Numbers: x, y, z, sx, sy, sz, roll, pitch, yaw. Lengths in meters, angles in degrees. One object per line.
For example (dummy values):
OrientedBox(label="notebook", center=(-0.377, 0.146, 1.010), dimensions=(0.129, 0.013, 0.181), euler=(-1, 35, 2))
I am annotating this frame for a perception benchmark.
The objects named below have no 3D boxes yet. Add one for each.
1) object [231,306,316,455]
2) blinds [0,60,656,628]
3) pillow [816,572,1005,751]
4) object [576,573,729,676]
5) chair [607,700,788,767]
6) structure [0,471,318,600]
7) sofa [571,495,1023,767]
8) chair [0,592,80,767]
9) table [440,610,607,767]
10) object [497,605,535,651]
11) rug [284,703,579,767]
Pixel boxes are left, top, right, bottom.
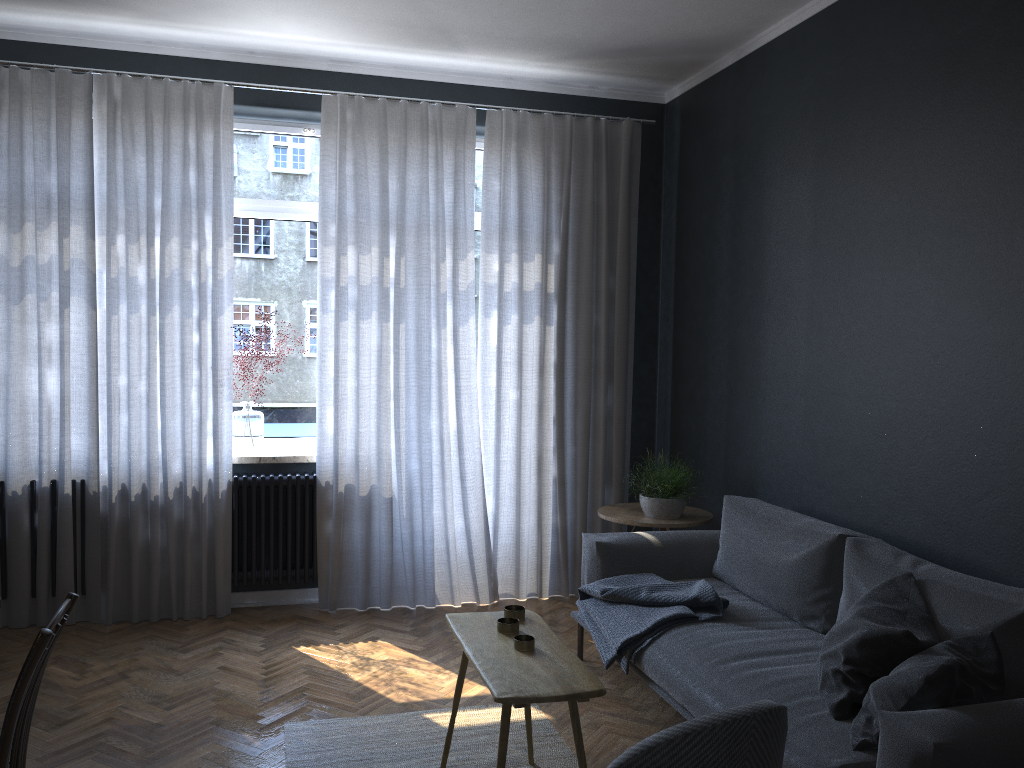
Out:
OrientedBox(label="object", center=(-1.399, -0.013, 4.828), dimensions=(0.514, 0.810, 0.599), euler=(-2, 4, -41))
OrientedBox(label="blinds", center=(-1.132, -0.164, 4.799), dimensions=(3.992, 2.791, 0.312), euler=(0, 3, -15))
OrientedBox(label="pillow", center=(1.134, 0.795, 2.584), dimensions=(0.442, 0.362, 0.797), euler=(1, 3, 3))
OrientedBox(label="object", center=(0.569, 0.941, 3.683), dimensions=(0.490, 0.329, 0.666), euler=(1, 3, -10))
OrientedBox(label="chair", center=(0.312, 0.983, 1.833), dimensions=(0.645, 0.812, 0.494), euler=(-1, 4, -37))
OrientedBox(label="structure", center=(-1.835, 0.783, 4.731), dimensions=(1.846, 0.601, 0.215), euler=(0, 3, -15))
OrientedBox(label="sofa", center=(1.018, 0.945, 3.208), dimensions=(0.970, 0.799, 2.338), euler=(0, 3, -16))
OrientedBox(label="chair", center=(-1.301, 0.939, 2.090), dimensions=(0.467, 0.820, 0.362), euler=(0, 3, -16))
OrientedBox(label="table", center=(0.009, 1.074, 2.722), dimensions=(0.339, 0.550, 0.787), euler=(0, 3, -15))
OrientedBox(label="object", center=(0.005, 0.778, 2.842), dimensions=(0.103, 0.033, 0.368), euler=(1, 2, -5))
OrientedBox(label="rug", center=(-0.126, 1.351, 2.562), dimensions=(1.003, 0.013, 2.009), euler=(0, 3, -15))
